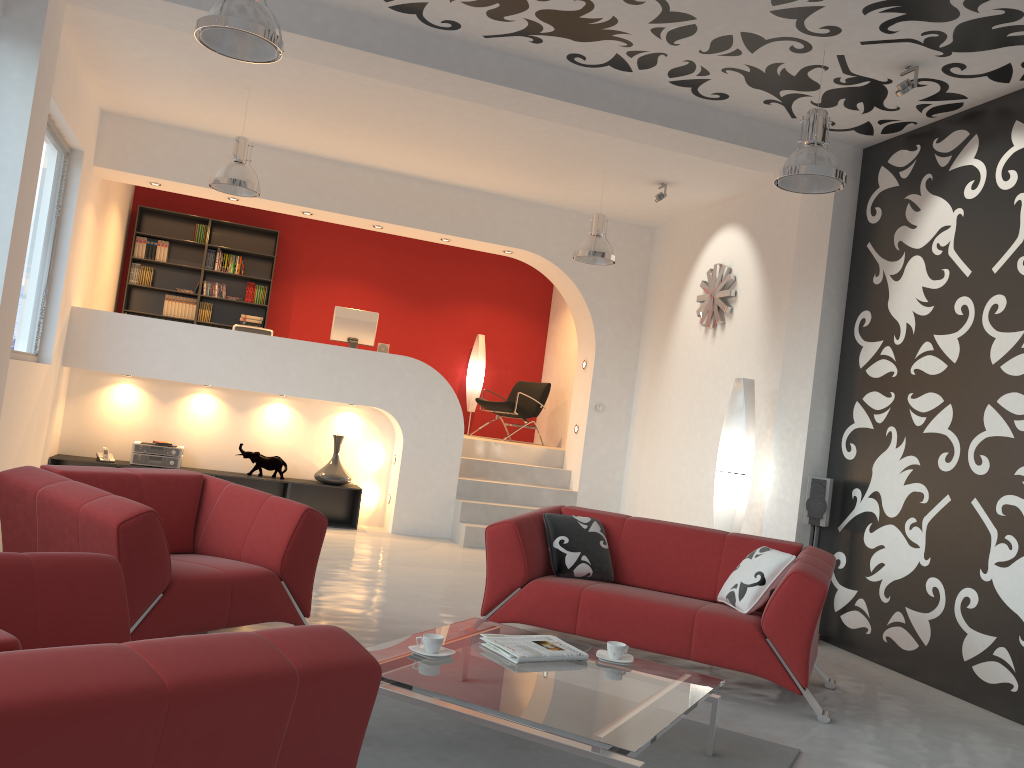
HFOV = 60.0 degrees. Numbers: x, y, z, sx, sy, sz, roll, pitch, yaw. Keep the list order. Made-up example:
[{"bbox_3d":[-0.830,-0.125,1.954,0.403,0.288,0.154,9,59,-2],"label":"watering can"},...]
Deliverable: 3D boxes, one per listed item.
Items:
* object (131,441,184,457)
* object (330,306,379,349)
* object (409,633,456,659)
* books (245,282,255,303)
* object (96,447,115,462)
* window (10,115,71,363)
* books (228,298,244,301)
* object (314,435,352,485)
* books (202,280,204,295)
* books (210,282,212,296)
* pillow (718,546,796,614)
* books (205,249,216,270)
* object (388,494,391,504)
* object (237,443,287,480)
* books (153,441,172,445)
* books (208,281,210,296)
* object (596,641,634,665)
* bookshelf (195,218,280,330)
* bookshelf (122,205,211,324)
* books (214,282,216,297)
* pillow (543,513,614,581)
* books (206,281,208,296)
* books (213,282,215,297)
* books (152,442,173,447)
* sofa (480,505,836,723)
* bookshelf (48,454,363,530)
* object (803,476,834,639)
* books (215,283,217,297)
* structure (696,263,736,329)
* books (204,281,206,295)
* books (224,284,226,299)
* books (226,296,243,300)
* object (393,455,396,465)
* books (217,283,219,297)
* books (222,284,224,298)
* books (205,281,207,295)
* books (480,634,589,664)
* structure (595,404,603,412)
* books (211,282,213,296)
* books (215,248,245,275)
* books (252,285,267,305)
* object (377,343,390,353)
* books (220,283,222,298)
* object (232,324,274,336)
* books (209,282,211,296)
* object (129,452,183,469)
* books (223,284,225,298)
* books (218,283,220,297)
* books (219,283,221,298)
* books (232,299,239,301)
[{"bbox_3d":[-3.290,0.605,8.251,0.430,0.077,0.349,8,-3,-18],"label":"object"},{"bbox_3d":[-1.645,-0.549,9.219,0.458,0.452,0.230,8,-3,-18],"label":"object"},{"bbox_3d":[-0.298,0.986,3.345,0.153,0.069,0.153,5,-4,39],"label":"object"},{"bbox_3d":[-3.268,-1.127,11.046,0.090,0.256,0.181,8,-3,-17],"label":"books"},{"bbox_3d":[-3.676,0.635,8.036,0.130,0.117,0.146,10,-4,-42],"label":"object"},{"bbox_3d":[-3.461,-1.078,6.169,0.100,1.800,2.400,8,-3,-18],"label":"window"},{"bbox_3d":[-3.430,-1.044,11.002,0.190,0.015,0.135,8,-3,-18],"label":"books"},{"bbox_3d":[-1.739,0.747,8.741,0.369,0.481,0.369,5,-3,38],"label":"object"},{"bbox_3d":[-3.787,-1.169,10.888,0.031,0.190,0.135,8,-3,-18],"label":"books"},{"bbox_3d":[-3.702,-1.156,10.915,0.031,0.190,0.135,8,-3,-18],"label":"books"},{"bbox_3d":[1.298,1.040,4.727,0.288,0.343,0.402,8,-3,-10],"label":"pillow"},{"bbox_3d":[-3.711,-1.511,10.907,0.090,0.256,0.181,8,-3,-17],"label":"books"},{"bbox_3d":[-1.244,1.163,8.979,0.011,0.105,0.105,8,-3,-18],"label":"object"},{"bbox_3d":[-2.414,0.744,8.550,0.507,0.296,0.191,8,-3,-2],"label":"object"},{"bbox_3d":[-3.247,0.549,8.241,0.135,0.015,0.190,9,-3,-32],"label":"books"},{"bbox_3d":[-3.730,-1.161,10.906,0.031,0.190,0.135,8,-3,-18],"label":"books"},{"bbox_3d":[0.422,1.093,3.614,0.153,0.069,0.153,7,-3,9],"label":"object"},{"bbox_3d":[-3.449,-0.851,10.939,0.816,2.213,0.305,8,-3,-18],"label":"bookshelf"},{"bbox_3d":[-4.219,-0.964,10.694,0.816,2.213,0.305,8,-3,-18],"label":"bookshelf"},{"bbox_3d":[-3.659,-1.150,10.929,0.031,0.190,0.135,8,-3,-18],"label":"books"},{"bbox_3d":[0.383,0.940,5.113,0.402,0.343,0.288,9,-3,-25],"label":"pillow"},{"bbox_3d":[-3.744,-1.163,10.902,0.031,0.190,0.135,8,-3,-18],"label":"books"},{"bbox_3d":[-3.674,-1.152,10.924,0.031,0.190,0.135,8,-3,-18],"label":"books"},{"bbox_3d":[-3.243,0.564,8.232,0.135,0.015,0.190,10,-3,-37],"label":"books"},{"bbox_3d":[0.802,1.163,4.914,1.929,0.738,0.951,6,-3,22],"label":"sofa"},{"bbox_3d":[-2.843,1.030,8.385,2.764,0.397,0.405,8,-3,-18],"label":"bookshelf"},{"bbox_3d":[2.057,1.194,6.075,0.214,1.112,0.229,6,-3,27],"label":"object"},{"bbox_3d":[-3.645,-1.148,10.933,0.031,0.190,0.135,8,-3,-18],"label":"books"},{"bbox_3d":[1.837,-0.798,8.053,0.090,0.596,0.596,8,-3,-18],"label":"structure"},{"bbox_3d":[-3.773,-1.167,10.893,0.031,0.190,0.135,8,-3,-18],"label":"books"},{"bbox_3d":[-3.546,-1.134,10.965,0.031,0.190,0.135,8,-3,-18],"label":"books"},{"bbox_3d":[-3.437,-1.060,10.999,0.190,0.015,0.135,8,-3,-13],"label":"books"},{"bbox_3d":[-1.193,0.767,8.998,0.011,0.105,0.105,8,-3,-18],"label":"object"},{"bbox_3d":[-3.631,-1.146,10.938,0.031,0.190,0.135,8,-3,-18],"label":"books"},{"bbox_3d":[-3.574,-1.138,10.956,0.031,0.190,0.135,8,-3,-18],"label":"books"},{"bbox_3d":[-3.759,-1.165,10.897,0.031,0.190,0.135,8,-3,-18],"label":"books"},{"bbox_3d":[0.083,1.064,3.577,0.367,0.035,0.345,9,-3,-27],"label":"books"},{"bbox_3d":[0.920,0.251,9.336,0.080,0.080,0.016,8,-3,-18],"label":"structure"},{"bbox_3d":[-3.688,-1.154,10.920,0.031,0.190,0.135,8,-3,-18],"label":"books"},{"bbox_3d":[-3.478,-1.493,10.957,0.341,0.286,0.231,8,-3,-18],"label":"books"},{"bbox_3d":[-3.155,-1.102,11.081,0.146,0.240,0.170,8,-3,-17],"label":"books"},{"bbox_3d":[-1.369,-0.352,9.358,0.133,0.147,0.151,9,-3,-34],"label":"object"},{"bbox_3d":[-3.589,-1.140,10.952,0.031,0.190,0.135,8,-3,-18],"label":"books"},{"bbox_3d":[-2.638,-0.462,8.985,0.397,0.217,0.458,8,-3,-18],"label":"object"},{"bbox_3d":[-3.716,-1.158,10.911,0.031,0.190,0.135,8,-3,-18],"label":"books"},{"bbox_3d":[-3.300,0.702,8.238,0.430,0.100,0.365,8,-3,-18],"label":"object"},{"bbox_3d":[-3.560,-1.136,10.961,0.031,0.190,0.135,8,-3,-18],"label":"books"},{"bbox_3d":[-3.617,-1.144,10.943,0.031,0.190,0.135,8,-3,-18],"label":"books"},{"bbox_3d":[-3.603,-1.142,10.947,0.031,0.190,0.135,8,-3,-18],"label":"books"},{"bbox_3d":[-3.437,-1.029,10.999,0.190,0.015,0.135,9,-3,-22],"label":"books"}]
